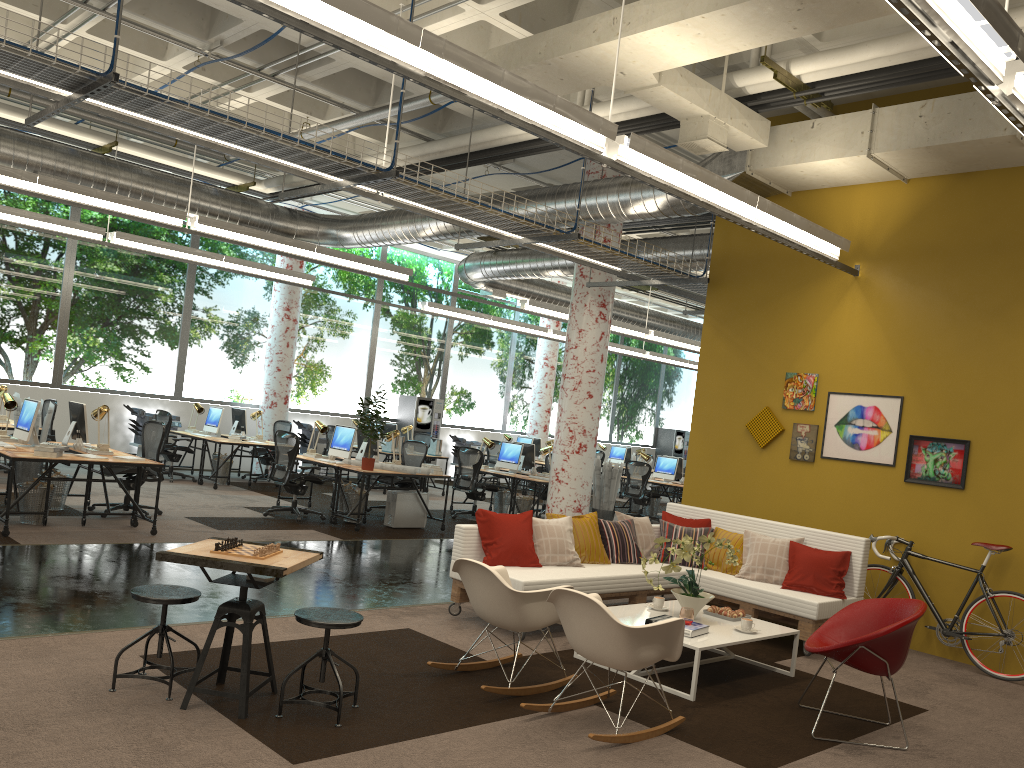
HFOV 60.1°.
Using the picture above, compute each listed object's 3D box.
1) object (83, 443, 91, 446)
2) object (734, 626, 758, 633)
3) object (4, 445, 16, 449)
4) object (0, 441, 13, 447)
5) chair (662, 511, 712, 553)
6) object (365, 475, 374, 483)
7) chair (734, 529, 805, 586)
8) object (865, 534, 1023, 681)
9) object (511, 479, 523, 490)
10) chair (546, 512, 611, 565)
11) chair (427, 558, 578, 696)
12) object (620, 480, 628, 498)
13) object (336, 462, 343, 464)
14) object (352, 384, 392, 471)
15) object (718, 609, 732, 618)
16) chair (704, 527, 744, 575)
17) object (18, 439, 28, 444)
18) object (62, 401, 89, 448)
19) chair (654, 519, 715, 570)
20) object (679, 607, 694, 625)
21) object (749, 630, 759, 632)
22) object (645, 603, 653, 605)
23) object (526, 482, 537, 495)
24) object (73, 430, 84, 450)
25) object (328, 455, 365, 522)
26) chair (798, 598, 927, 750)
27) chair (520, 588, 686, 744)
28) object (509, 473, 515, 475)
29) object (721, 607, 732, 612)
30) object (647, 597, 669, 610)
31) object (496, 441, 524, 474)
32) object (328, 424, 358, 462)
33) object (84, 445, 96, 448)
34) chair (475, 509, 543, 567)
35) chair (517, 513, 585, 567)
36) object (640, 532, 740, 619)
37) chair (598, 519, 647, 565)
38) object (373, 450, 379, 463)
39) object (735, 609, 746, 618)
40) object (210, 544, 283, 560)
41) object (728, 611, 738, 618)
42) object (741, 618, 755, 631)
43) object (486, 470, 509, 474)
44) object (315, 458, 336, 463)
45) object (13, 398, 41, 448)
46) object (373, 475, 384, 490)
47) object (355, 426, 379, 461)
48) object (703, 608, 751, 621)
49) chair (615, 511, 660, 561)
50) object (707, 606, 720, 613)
[{"bbox_3d":[-4.774,0.674,9.922,0.106,0.029,0.059,9,-2,-43],"label":"object"},{"bbox_3d":[1.593,1.678,6.034,0.160,0.020,0.161,6,-2,10],"label":"object"},{"bbox_3d":[-4.881,0.611,8.613,0.106,0.029,0.059,9,-2,-43],"label":"object"},{"bbox_3d":[-5.103,0.601,8.854,0.119,0.017,0.437,9,-3,-44],"label":"object"},{"bbox_3d":[1.631,1.453,8.355,0.533,0.437,0.287,6,0,19],"label":"chair"},{"bbox_3d":[-2.732,1.725,17.305,0.353,0.435,0.368,7,0,-8],"label":"object"},{"bbox_3d":[2.220,1.503,7.627,0.525,0.428,0.312,6,0,24],"label":"chair"},{"bbox_3d":[3.538,1.773,7.322,0.403,1.040,1.731,6,-1,-38],"label":"object"},{"bbox_3d":[0.116,2.166,20.079,0.357,0.435,0.354,6,-1,42],"label":"object"},{"bbox_3d":[0.569,1.306,7.506,0.548,0.438,0.315,7,0,-32],"label":"chair"},{"bbox_3d":[-0.015,1.430,5.360,0.796,0.754,0.612,7,-1,-44],"label":"chair"},{"bbox_3d":[2.750,2.525,21.371,0.357,0.435,0.354,6,-1,42],"label":"object"},{"bbox_3d":[-2.191,1.008,11.272,0.106,0.029,0.059,9,-2,-43],"label":"object"},{"bbox_3d":[-1.737,0.520,10.863,0.512,1.078,0.440,7,0,37],"label":"object"},{"bbox_3d":[1.531,1.665,6.422,0.070,0.060,0.131,7,-2,-22],"label":"object"},{"bbox_3d":[1.942,1.513,7.928,0.520,0.381,0.367,6,-1,42],"label":"chair"},{"bbox_3d":[-5.105,0.521,9.273,0.101,0.209,0.101,7,0,1],"label":"object"},{"bbox_3d":[-4.702,0.440,9.542,0.190,0.485,0.482,6,0,-44],"label":"object"},{"bbox_3d":[1.564,1.473,8.067,0.515,0.392,0.358,6,-1,15],"label":"chair"},{"bbox_3d":[1.149,1.528,5.827,0.094,0.106,0.094,7,-1,7],"label":"object"},{"bbox_3d":[1.642,1.674,5.998,0.132,0.011,0.027,8,-2,-27],"label":"object"},{"bbox_3d":[1.040,1.623,6.507,0.132,0.011,0.028,7,-2,1],"label":"object"},{"bbox_3d":[-0.815,1.987,18.236,3.420,0.437,0.365,8,-1,-34],"label":"object"},{"bbox_3d":[-4.528,0.588,9.260,0.101,0.209,0.101,7,0,1],"label":"object"},{"bbox_3d":[-2.179,1.301,11.694,0.846,0.933,0.105,6,0,41],"label":"object"},{"bbox_3d":[2.048,1.632,5.209,0.635,0.812,0.836,7,-1,20],"label":"chair"},{"bbox_3d":[0.534,1.472,4.789,0.796,0.754,0.612,7,-1,-44],"label":"chair"},{"bbox_3d":[-0.002,1.372,13.502,0.106,0.029,0.059,9,-2,-43],"label":"object"},{"bbox_3d":[1.599,1.680,6.564,0.064,0.055,0.120,7,-2,-22],"label":"object"},{"bbox_3d":[1.069,1.597,6.453,0.161,0.090,0.160,7,-2,-19],"label":"object"},{"bbox_3d":[-0.021,1.156,13.876,0.190,0.485,0.482,6,0,-44],"label":"object"},{"bbox_3d":[-2.209,0.792,11.646,0.190,0.485,0.482,6,0,-44],"label":"object"},{"bbox_3d":[-4.553,0.697,9.682,0.119,0.017,0.437,9,-3,-44],"label":"object"},{"bbox_3d":[-0.035,1.210,6.938,0.535,0.445,0.300,7,0,-28],"label":"chair"},{"bbox_3d":[0.315,1.284,7.219,0.526,0.401,0.331,7,-1,-25],"label":"chair"},{"bbox_3d":[1.268,1.348,6.242,0.790,0.616,0.416,7,0,-32],"label":"object"},{"bbox_3d":[0.921,1.391,7.771,0.524,0.408,0.340,7,-1,-28],"label":"chair"},{"bbox_3d":[-1.838,0.985,11.919,0.101,0.209,0.101,7,0,1],"label":"object"},{"bbox_3d":[1.679,1.686,6.502,0.072,0.062,0.136,7,-2,3],"label":"object"},{"bbox_3d":[-1.340,0.849,4.486,0.273,0.012,0.273,6,-2,6],"label":"object"},{"bbox_3d":[1.605,1.675,6.431,0.064,0.055,0.120,7,-2,-22],"label":"object"},{"bbox_3d":[1.601,1.641,6.034,0.086,0.085,0.079,7,-1,-15],"label":"object"},{"bbox_3d":[-0.224,1.362,13.743,0.119,0.017,0.437,9,-3,-44],"label":"object"},{"bbox_3d":[-2.413,0.997,11.513,0.119,0.017,0.437,9,-3,-44],"label":"object"},{"bbox_3d":[-4.899,0.395,8.986,0.190,0.485,0.482,6,0,-44],"label":"object"},{"bbox_3d":[-2.416,1.725,16.334,0.357,0.435,0.354,6,-1,42],"label":"object"},{"bbox_3d":[-2.012,0.836,12.202,0.190,0.485,0.482,6,0,-44],"label":"object"},{"bbox_3d":[1.578,1.691,6.496,0.268,0.026,0.266,9,-3,-44],"label":"object"},{"bbox_3d":[1.172,1.403,8.107,0.547,0.438,0.333,8,-1,-39],"label":"chair"},{"bbox_3d":[1.488,1.663,6.517,0.135,0.061,0.071,7,-1,-24],"label":"object"}]
